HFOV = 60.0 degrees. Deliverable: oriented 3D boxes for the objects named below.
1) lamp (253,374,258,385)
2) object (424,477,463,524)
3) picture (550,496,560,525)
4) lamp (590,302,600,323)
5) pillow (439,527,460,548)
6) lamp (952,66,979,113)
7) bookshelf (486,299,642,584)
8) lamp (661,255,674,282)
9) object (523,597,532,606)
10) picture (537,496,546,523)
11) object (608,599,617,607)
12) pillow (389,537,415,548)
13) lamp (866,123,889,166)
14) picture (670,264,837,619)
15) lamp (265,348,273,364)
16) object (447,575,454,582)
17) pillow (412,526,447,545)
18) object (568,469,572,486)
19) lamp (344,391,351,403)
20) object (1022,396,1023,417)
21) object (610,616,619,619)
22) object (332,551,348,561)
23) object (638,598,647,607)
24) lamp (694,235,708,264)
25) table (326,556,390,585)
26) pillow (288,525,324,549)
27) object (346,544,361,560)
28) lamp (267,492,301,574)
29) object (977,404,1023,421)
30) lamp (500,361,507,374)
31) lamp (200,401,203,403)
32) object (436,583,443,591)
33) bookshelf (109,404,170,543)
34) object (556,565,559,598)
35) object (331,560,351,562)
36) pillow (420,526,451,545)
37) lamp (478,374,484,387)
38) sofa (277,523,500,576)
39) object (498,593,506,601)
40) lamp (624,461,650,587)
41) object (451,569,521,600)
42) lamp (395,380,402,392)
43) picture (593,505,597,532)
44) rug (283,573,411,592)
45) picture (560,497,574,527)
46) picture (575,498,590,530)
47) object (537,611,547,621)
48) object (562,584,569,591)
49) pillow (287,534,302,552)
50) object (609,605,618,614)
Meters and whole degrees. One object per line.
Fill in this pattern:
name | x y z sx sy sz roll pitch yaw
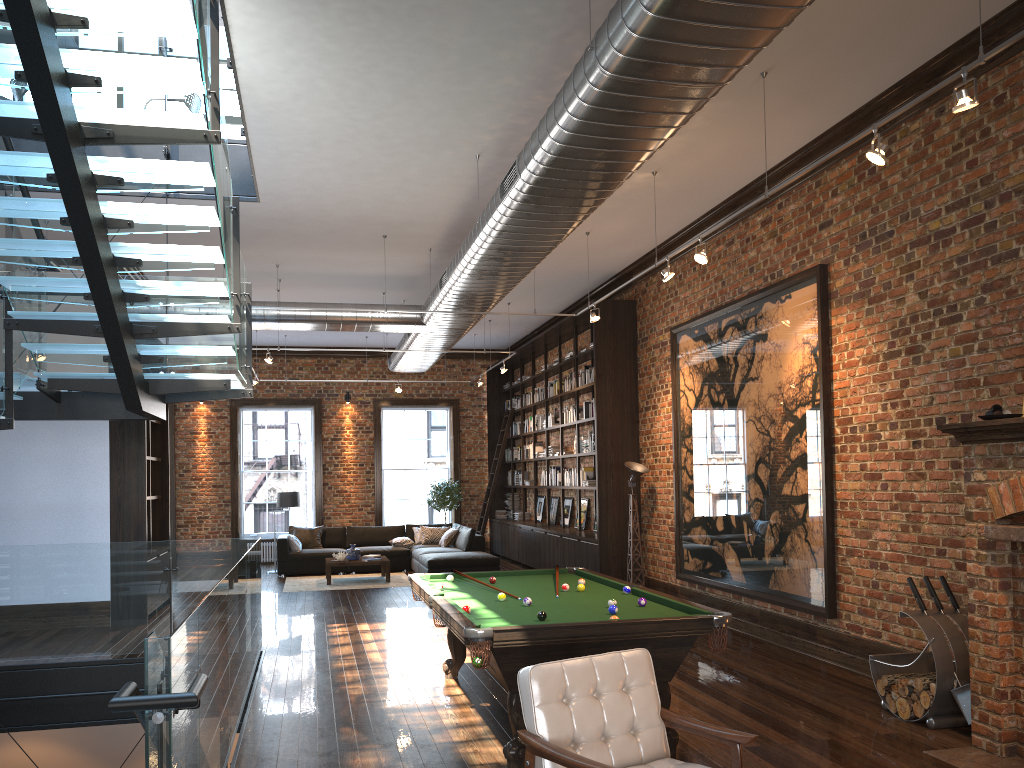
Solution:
lamp | -4.473 -0.084 15.459 0.114 0.229 0.114 -2 -3 28
object | -1.408 2.869 18.428 0.812 1.859 0.803 -1 -2 -5
picture | 0.747 2.272 15.935 0.112 0.496 0.509 -1 -4 -13
lamp | 0.918 -0.790 9.822 0.113 0.229 0.114 -1 -2 1
pillow | -1.147 2.799 16.132 0.314 0.354 0.632 0 -5 -13
lamp | 2.181 -1.418 4.270 0.117 0.212 0.117 -2 -3 29
bookshelf | 0.599 1.269 15.430 0.600 3.984 7.445 -1 -5 -13
lamp | 1.378 -1.015 7.809 0.114 0.229 0.114 0 -3 -34
object | 0.101 1.425 5.801 0.057 0.057 0.057 2 -5 -43
picture | 0.530 2.379 16.892 0.112 0.496 0.509 -1 -4 -13
object | 0.640 1.399 5.656 0.057 0.057 0.057 -3 -4 26
pillow | -2.041 2.931 16.374 0.409 0.203 0.613 0 -6 -15
lamp | 2.028 -1.335 4.941 0.114 0.229 0.114 1 -3 -39
picture | 2.316 0.653 9.052 0.080 2.991 3.215 -1 -4 -13
lamp | -3.481 -0.402 12.673 0.114 0.229 0.114 -1 -2 8
object | -0.506 1.593 7.270 0.057 0.057 0.057 0 -4 -12
pillow | -1.527 2.860 16.708 0.703 0.337 0.271 0 -3 -12
object | 1.004 1.534 14.554 0.166 0.281 0.015 -1 -1 -13
lamp | -3.392 0.274 18.310 0.126 0.236 0.155 -1 -3 -13
object | 3.156 -0.040 5.234 0.125 0.534 0.410 -1 -3 -13
object | 0.574 1.326 4.969 0.057 0.057 0.057 -1 -4 5
object | -2.763 2.787 14.350 0.219 0.159 0.218 -4 -5 29
object | 0.835 1.398 5.684 0.057 0.057 0.057 -2 -4 9
lamp | 1.526 -1.087 7.161 0.113 0.229 0.114 -2 -2 16
table | -2.555 3.066 14.632 1.000 0.344 1.006 0 -6 -13
pillow | -3.790 2.806 16.233 0.700 0.438 0.306 0 -3 -13
object | -2.608 2.761 14.556 0.215 0.250 0.216 -2 -4 20
lamp | -4.154 2.693 16.053 0.688 1.462 0.420 -2 -2 17
object | 2.812 0.168 5.106 0.237 0.105 0.238 -1 -5 -3
lamp | -0.129 -0.281 14.390 0.113 0.229 0.114 1 -3 -37
lamp | -6.185 0.259 17.674 0.126 0.236 0.155 -1 -3 -13
object | -0.547 1.531 6.678 0.057 0.057 0.057 0 -4 -14
bookshelf | -4.700 1.165 11.263 0.400 3.506 1.789 -1 -2 -13
object | 0.356 1.537 6.970 0.028 0.072 1.613 -1 -6 3
object | -2.768 2.856 14.336 0.267 0.018 0.202 -2 -6 11
pillow | -1.416 2.815 16.550 0.611 0.360 0.289 0 -3 -9
lamp | -0.573 -0.063 16.346 0.113 0.229 0.114 -2 -2 26
sofa | -2.259 2.899 15.253 3.499 0.801 3.467 0 -6 -13
object | -0.070 1.456 6.065 0.057 0.057 0.057 -3 -4 24
lamp | 1.588 1.890 11.229 0.425 1.822 0.507 -1 -2 -8
object | -0.225 1.533 6.838 0.028 0.072 1.613 0 -6 -21
lamp | -2.183 0.045 17.069 0.113 0.229 0.114 1 -3 -44
picture | 1.338 1.982 13.334 0.112 0.496 0.509 -1 -4 -13
rug | -2.667 3.224 14.472 2.021 0.003 2.125 0 -6 -13
picture | 0.934 2.180 15.113 0.112 0.496 0.509 -1 -4 -13
picture | 1.127 2.085 14.262 0.112 0.496 0.509 -1 -4 -13
object | 0.176 1.357 5.187 0.057 0.057 0.057 -1 -4 -8
object | 0.393 1.496 6.515 0.057 0.057 0.057 -4 -5 42
pillow | -3.872 2.838 15.815 0.244 0.304 0.576 0 -5 -12
object | 0.614 1.370 5.383 0.057 0.057 0.057 -1 -4 -8
